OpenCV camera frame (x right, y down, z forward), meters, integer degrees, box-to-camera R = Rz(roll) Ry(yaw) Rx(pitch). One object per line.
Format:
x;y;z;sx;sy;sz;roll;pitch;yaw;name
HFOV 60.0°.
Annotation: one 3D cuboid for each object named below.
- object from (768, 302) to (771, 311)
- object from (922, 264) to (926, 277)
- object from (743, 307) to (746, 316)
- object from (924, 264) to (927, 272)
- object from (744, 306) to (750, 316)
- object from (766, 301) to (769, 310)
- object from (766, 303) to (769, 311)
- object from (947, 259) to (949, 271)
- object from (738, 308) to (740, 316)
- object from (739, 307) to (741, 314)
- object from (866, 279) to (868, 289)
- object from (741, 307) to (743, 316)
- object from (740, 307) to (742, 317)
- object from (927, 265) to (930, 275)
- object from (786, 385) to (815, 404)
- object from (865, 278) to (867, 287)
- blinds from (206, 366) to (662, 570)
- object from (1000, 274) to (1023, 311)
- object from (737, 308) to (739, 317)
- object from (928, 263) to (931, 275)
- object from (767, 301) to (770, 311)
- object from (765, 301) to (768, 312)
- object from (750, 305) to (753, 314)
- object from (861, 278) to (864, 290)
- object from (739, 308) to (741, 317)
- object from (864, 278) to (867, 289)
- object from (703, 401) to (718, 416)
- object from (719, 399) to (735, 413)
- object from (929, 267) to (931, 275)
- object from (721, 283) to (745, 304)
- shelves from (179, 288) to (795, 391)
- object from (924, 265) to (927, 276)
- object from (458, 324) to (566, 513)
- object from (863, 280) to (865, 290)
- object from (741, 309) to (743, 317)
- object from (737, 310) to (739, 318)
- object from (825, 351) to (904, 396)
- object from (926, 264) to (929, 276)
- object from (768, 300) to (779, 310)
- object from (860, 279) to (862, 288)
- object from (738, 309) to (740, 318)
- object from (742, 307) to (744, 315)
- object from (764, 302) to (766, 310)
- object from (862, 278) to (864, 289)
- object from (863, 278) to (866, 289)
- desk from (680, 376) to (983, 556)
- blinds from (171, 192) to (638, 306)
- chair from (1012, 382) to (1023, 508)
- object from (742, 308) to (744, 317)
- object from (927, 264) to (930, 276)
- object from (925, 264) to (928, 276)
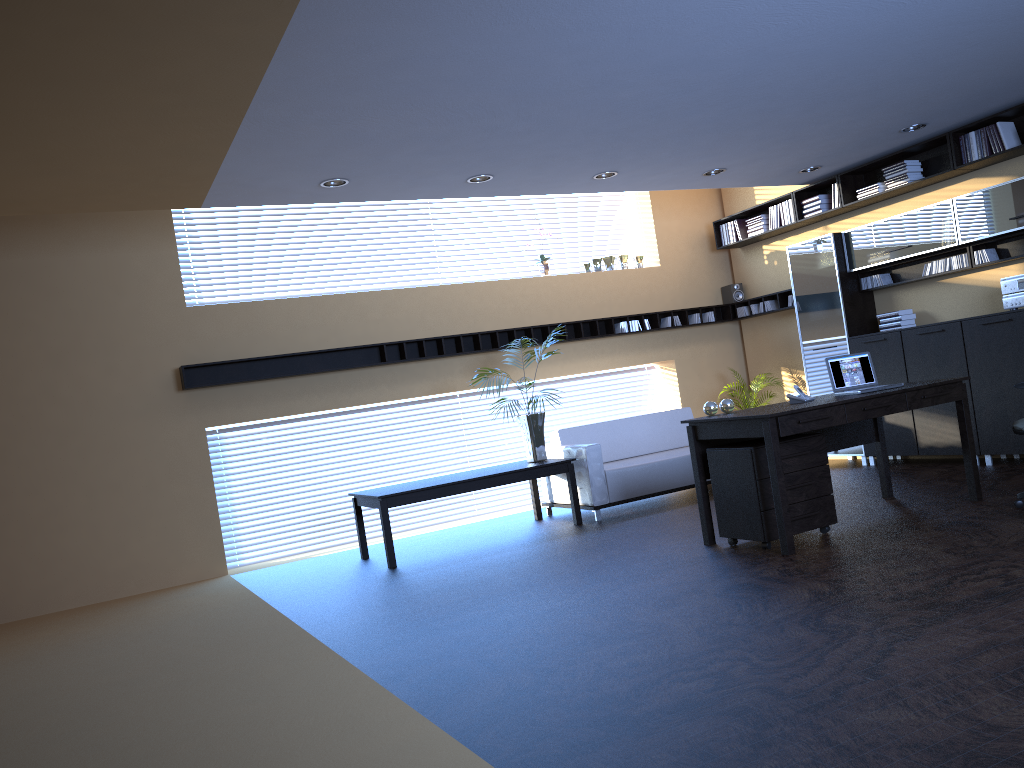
3.054;-0.920;10.350;0.142;0.120;0.030;-9;0;-26;object
3.975;-1.089;8.458;0.142;0.113;0.059;-9;0;-27;object
2.863;-0.885;10.739;0.142;0.120;0.009;-9;0;-26;object
3.989;-1.091;8.454;0.142;0.113;0.059;-9;0;-26;object
2.874;-0.885;10.718;0.142;0.118;0.040;-9;0;-26;object
3.045;-0.918;10.368;0.142;0.120;0.030;-9;0;-26;object
3.041;-0.917;10.377;0.142;0.120;0.030;-9;0;-26;object
4.093;-1.114;8.222;0.140;0.116;0.036;-9;0;-27;object
2.827;-0.878;10.813;0.142;0.120;0.009;-9;0;-26;object
2.837;-0.880;10.794;0.142;0.120;0.009;-9;0;-26;object
3.680;-1.037;9.069;0.142;0.120;0.009;-9;0;-27;object
2.850;-0.882;10.767;0.142;0.120;0.009;-9;0;-26;object
2.841;-0.880;10.785;0.142;0.120;0.009;-9;0;-26;object
4.003;-1.094;8.415;0.140;0.110;0.055;-9;0;-26;object
2.040;0.067;6.277;0.130;0.127;0.146;-9;0;-41;object
3.676;-1.036;9.077;0.140;0.118;0.006;-9;0;-26;object
-0.512;0.792;9.824;5.383;1.367;0.047;-8;0;-26;blinds
4.389;-0.792;7.395;0.362;0.282;0.431;-9;-1;-26;object
2.818;-0.876;10.832;0.142;0.120;0.009;-9;0;-26;object
4.005;-1.094;8.405;0.140;0.110;0.055;-9;0;-26;object
3.050;-0.919;10.359;0.142;0.120;0.030;-9;0;-26;object
3.032;-0.916;10.396;0.142;0.120;0.009;-9;0;-26;object
2.925;-0.896;10.615;0.142;0.120;0.030;-9;0;-26;object
3.652;-1.032;9.122;0.142;0.120;0.009;-9;0;-26;object
2.832;-0.879;10.803;0.142;0.120;0.009;-9;0;-26;object
3.675;-1.036;9.089;0.142;0.120;0.009;-9;0;-26;object
1.418;0.175;6.330;0.105;0.105;0.105;-9;0;-7;object
1.536;0.157;6.333;0.105;0.105;0.105;-9;0;-7;object
4.011;-1.096;8.409;0.142;0.113;0.059;-9;0;-26;object
2.731;-1.108;10.952;0.158;0.229;0.254;-9;0;-16;object
0.136;-0.519;9.123;6.611;0.213;1.251;-8;-1;-26;shelves
3.989;-1.092;8.443;0.142;0.113;0.059;-9;0;-26;object
0.085;0.436;8.949;1.039;1.860;1.896;-9;0;-7;object
3.663;-1.034;9.104;0.140;0.118;0.006;-9;0;-26;object
2.845;-0.881;10.776;0.142;0.120;0.009;-9;0;-26;object
2.814;-0.875;10.841;0.142;0.120;0.009;-9;0;-26;object
2.537;-0.087;6.391;0.390;0.283;0.323;-9;0;-16;object
3.995;-1.093;8.422;0.140;0.110;0.055;-9;0;-26;object
3.061;-0.920;10.336;0.142;0.118;0.040;-9;0;-26;object
3.649;-1.031;9.132;0.142;0.120;0.009;-9;0;-26;object
2.823;-0.877;10.822;0.142;0.120;0.009;-9;0;-26;object
2.859;-0.884;10.748;0.142;0.120;0.009;-9;0;-26;object
3.027;-0.915;10.405;0.142;0.120;0.009;-9;0;-26;object
3.658;-1.033;9.113;0.140;0.118;0.006;-9;0;-26;object
3.666;-1.035;9.095;0.142;0.120;0.009;-9;0;-26;object
2.299;0.543;6.291;1.892;0.891;0.915;-8;0;-26;desk
-0.901;-1.756;9.800;5.383;1.461;0.039;-8;0;-26;blinds
3.523;0.178;5.520;0.769;1.216;0.831;-9;0;20;chair
2.854;-0.883;10.758;0.142;0.120;0.009;-9;0;-26;object
4.004;-1.094;8.416;0.142;0.113;0.059;-9;0;-26;object
3.993;-1.092;8.433;0.142;0.113;0.059;-9;0;-26;object
